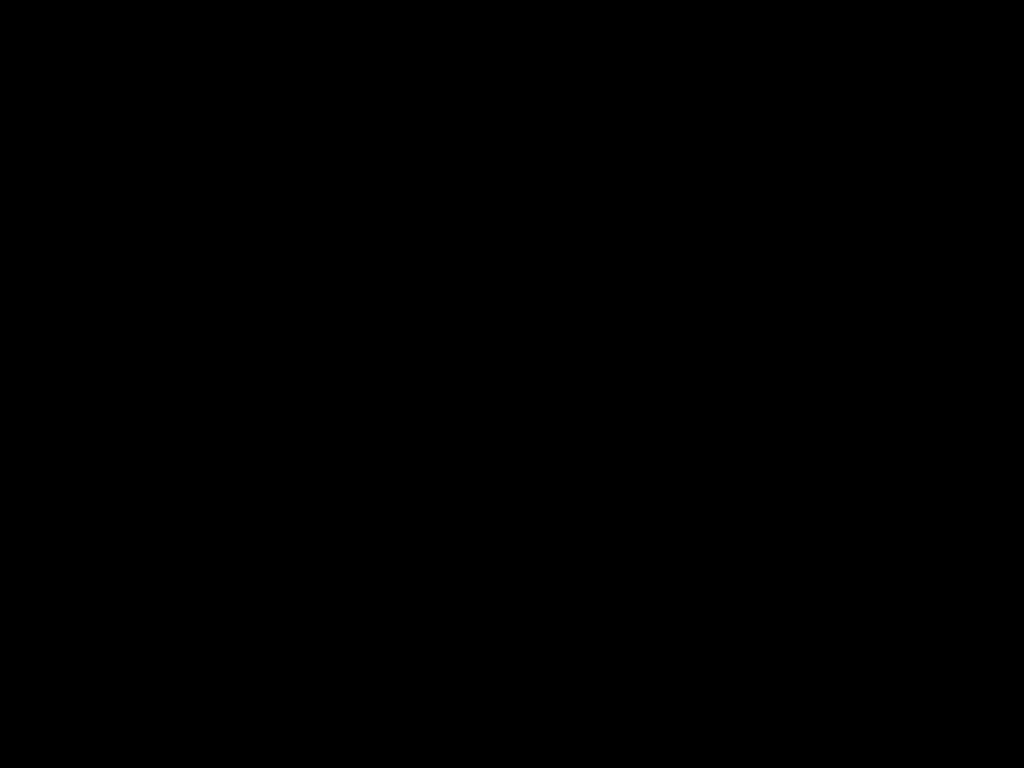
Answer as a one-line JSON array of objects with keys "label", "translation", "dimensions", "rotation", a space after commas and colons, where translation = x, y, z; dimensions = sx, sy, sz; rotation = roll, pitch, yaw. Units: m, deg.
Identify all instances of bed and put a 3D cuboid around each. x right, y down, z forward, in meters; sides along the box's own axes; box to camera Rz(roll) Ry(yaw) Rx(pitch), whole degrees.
[{"label": "bed", "translation": [-0.678, -0.360, 0.504], "dimensions": [3.009, 0.994, 2.087], "rotation": [-1, -2, 28]}]
